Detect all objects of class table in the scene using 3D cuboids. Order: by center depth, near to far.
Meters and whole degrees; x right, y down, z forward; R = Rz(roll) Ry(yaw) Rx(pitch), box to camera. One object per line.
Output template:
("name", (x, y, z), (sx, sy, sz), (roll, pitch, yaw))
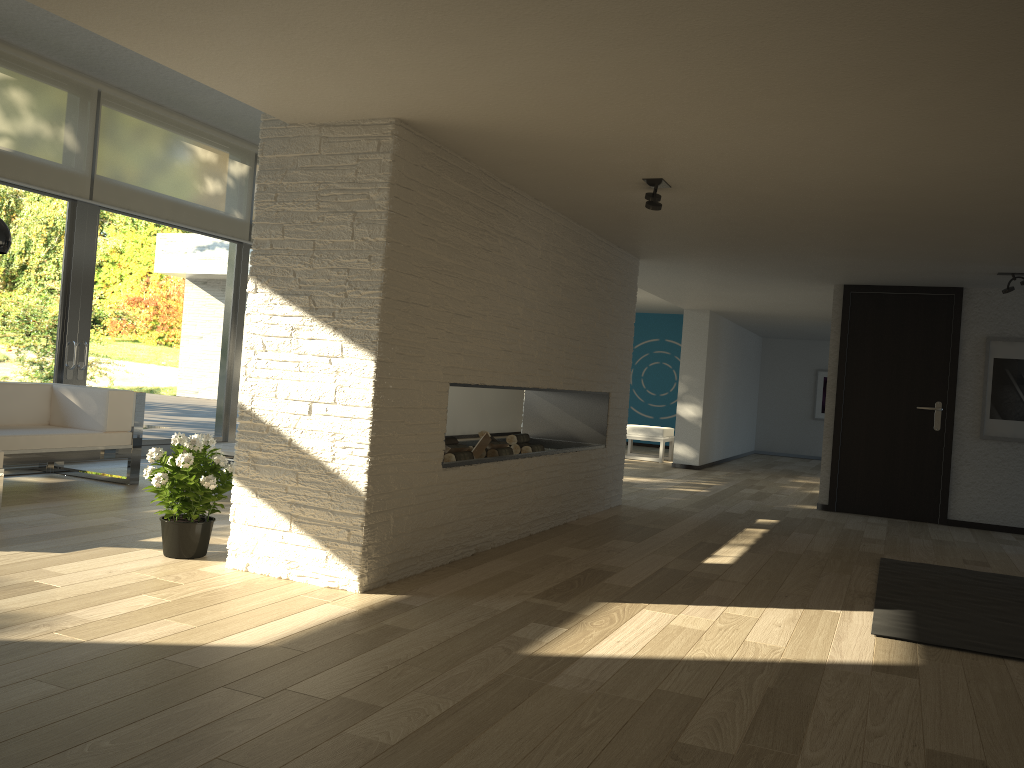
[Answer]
("table", (-1.458, 0.631, 6.357), (1.220, 0.305, 1.220), (4, 0, 24))

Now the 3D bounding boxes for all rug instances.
("rug", (2.284, 1.061, 4.269), (0.979, 0.011, 1.998), (4, 0, 24))

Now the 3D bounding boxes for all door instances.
("door", (3.211, 0.149, 7.452), (0.920, 1.947, 0.108), (4, -1, 24))
("door", (-1.956, -0.282, 8.390), (19.446, 2.374, 22.938), (4, 0, 24))

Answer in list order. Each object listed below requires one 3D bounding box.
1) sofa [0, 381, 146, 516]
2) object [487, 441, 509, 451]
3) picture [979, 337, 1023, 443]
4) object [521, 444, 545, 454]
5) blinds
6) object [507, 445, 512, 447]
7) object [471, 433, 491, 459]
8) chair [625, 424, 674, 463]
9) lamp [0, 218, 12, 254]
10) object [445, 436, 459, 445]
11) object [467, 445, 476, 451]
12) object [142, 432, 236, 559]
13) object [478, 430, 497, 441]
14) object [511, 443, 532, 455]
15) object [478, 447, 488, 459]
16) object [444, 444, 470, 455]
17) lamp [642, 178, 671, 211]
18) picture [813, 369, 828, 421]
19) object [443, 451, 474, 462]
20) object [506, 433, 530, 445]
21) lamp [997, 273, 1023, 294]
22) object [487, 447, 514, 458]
("sofa", (-3.133, 0.337, 5.115), (1.546, 0.654, 2.403), (4, 0, 24))
("object", (-0.094, 0.389, 5.561), (0.064, 0.060, 0.229), (4, 0, 25))
("picture", (4.245, 0.064, 6.978), (0.959, 0.828, 0.017), (4, -1, 24))
("object", (0.142, 0.447, 6.016), (0.082, 0.073, 0.237), (4, 0, 23))
("blinds", (-3.324, -1.924, 7.041), (0.056, 0.984, 11.524), (4, 0, 24))
("object", (0.004, 0.437, 6.079), (0.075, 0.074, 0.245), (4, 0, 22))
("object", (-0.200, 0.378, 5.387), (0.064, 0.165, 0.225), (4, 0, 23))
("chair", (1.795, 0.788, 11.872), (0.611, 0.442, 0.610), (4, 0, 24))
("lamp", (-3.387, -0.374, 4.172), (1.753, 2.024, 0.282), (4, -1, -24))
("object", (-0.400, 0.344, 5.053), (0.093, 0.088, 0.260), (4, 0, 22))
("object", (-0.211, 0.422, 5.587), (0.075, 0.074, 0.245), (4, 0, 22))
("object", (-1.476, 0.510, 4.092), (0.430, 0.571, 0.405), (5, 0, -44))
("object", (-0.134, 0.379, 5.665), (0.093, 0.170, 0.271), (4, 0, 22))
("object", (0.066, 0.441, 6.038), (0.076, 0.076, 0.236), (4, 0, 22))
("object", (-0.149, 0.427, 5.546), (0.076, 0.076, 0.236), (4, 0, 22))
("object", (-0.322, 0.374, 5.039), (0.064, 0.060, 0.229), (4, 0, 25))
("lamp", (0.712, -0.933, 4.453), (0.135, 0.153, 0.234), (4, 0, 24))
("picture", (5.407, 0.205, 14.355), (0.959, 0.828, 0.017), (4, -1, 24))
("object", (-0.300, 0.417, 5.002), (0.082, 0.073, 0.237), (4, 0, 23))
("object", (0.044, 0.376, 6.062), (0.082, 0.073, 0.237), (4, 0, 23))
("lamp", (3.628, -0.721, 6.396), (0.234, 0.153, 0.135), (4, 0, 24))
("object", (-0.073, 0.433, 5.523), (0.082, 0.073, 0.237), (4, 0, 23))
